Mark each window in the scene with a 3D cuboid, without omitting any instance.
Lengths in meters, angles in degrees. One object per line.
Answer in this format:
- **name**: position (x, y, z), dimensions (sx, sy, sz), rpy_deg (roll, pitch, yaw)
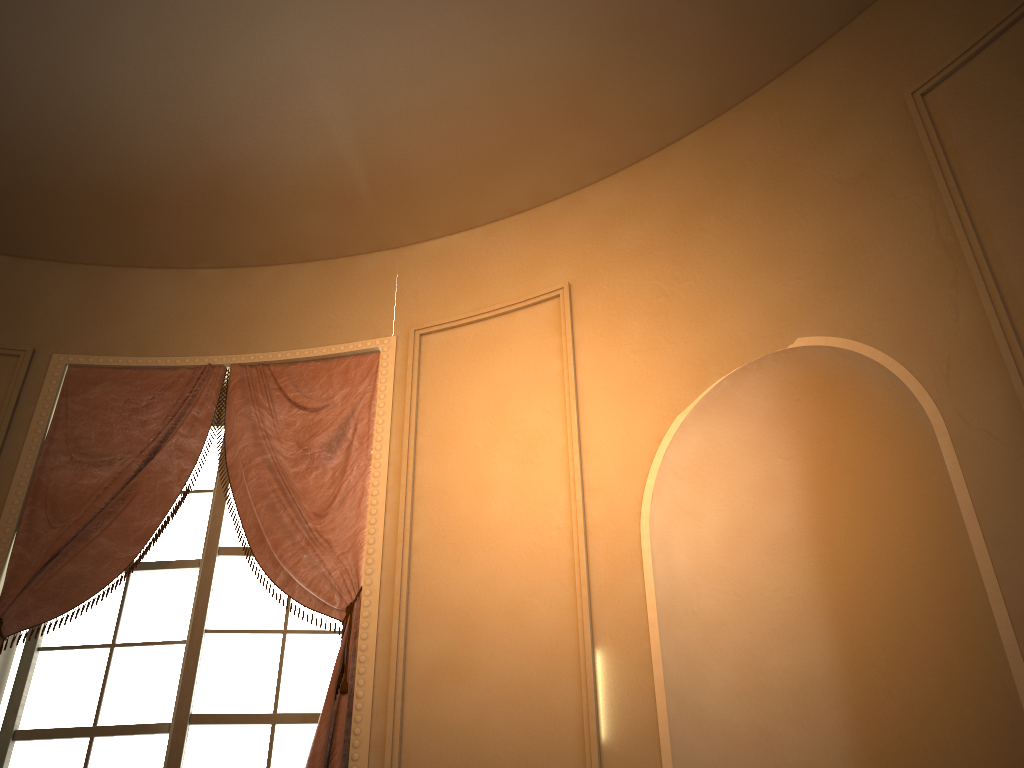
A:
- **window**: position (-1.153, 1.173, 3.083), dimensions (1.308, 2.779, 0.156), rpy_deg (-2, -32, 1)

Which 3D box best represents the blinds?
- **blinds**: position (-1.159, 1.099, 2.854), dimensions (1.332, 2.916, 0.292), rpy_deg (-2, -32, 1)
